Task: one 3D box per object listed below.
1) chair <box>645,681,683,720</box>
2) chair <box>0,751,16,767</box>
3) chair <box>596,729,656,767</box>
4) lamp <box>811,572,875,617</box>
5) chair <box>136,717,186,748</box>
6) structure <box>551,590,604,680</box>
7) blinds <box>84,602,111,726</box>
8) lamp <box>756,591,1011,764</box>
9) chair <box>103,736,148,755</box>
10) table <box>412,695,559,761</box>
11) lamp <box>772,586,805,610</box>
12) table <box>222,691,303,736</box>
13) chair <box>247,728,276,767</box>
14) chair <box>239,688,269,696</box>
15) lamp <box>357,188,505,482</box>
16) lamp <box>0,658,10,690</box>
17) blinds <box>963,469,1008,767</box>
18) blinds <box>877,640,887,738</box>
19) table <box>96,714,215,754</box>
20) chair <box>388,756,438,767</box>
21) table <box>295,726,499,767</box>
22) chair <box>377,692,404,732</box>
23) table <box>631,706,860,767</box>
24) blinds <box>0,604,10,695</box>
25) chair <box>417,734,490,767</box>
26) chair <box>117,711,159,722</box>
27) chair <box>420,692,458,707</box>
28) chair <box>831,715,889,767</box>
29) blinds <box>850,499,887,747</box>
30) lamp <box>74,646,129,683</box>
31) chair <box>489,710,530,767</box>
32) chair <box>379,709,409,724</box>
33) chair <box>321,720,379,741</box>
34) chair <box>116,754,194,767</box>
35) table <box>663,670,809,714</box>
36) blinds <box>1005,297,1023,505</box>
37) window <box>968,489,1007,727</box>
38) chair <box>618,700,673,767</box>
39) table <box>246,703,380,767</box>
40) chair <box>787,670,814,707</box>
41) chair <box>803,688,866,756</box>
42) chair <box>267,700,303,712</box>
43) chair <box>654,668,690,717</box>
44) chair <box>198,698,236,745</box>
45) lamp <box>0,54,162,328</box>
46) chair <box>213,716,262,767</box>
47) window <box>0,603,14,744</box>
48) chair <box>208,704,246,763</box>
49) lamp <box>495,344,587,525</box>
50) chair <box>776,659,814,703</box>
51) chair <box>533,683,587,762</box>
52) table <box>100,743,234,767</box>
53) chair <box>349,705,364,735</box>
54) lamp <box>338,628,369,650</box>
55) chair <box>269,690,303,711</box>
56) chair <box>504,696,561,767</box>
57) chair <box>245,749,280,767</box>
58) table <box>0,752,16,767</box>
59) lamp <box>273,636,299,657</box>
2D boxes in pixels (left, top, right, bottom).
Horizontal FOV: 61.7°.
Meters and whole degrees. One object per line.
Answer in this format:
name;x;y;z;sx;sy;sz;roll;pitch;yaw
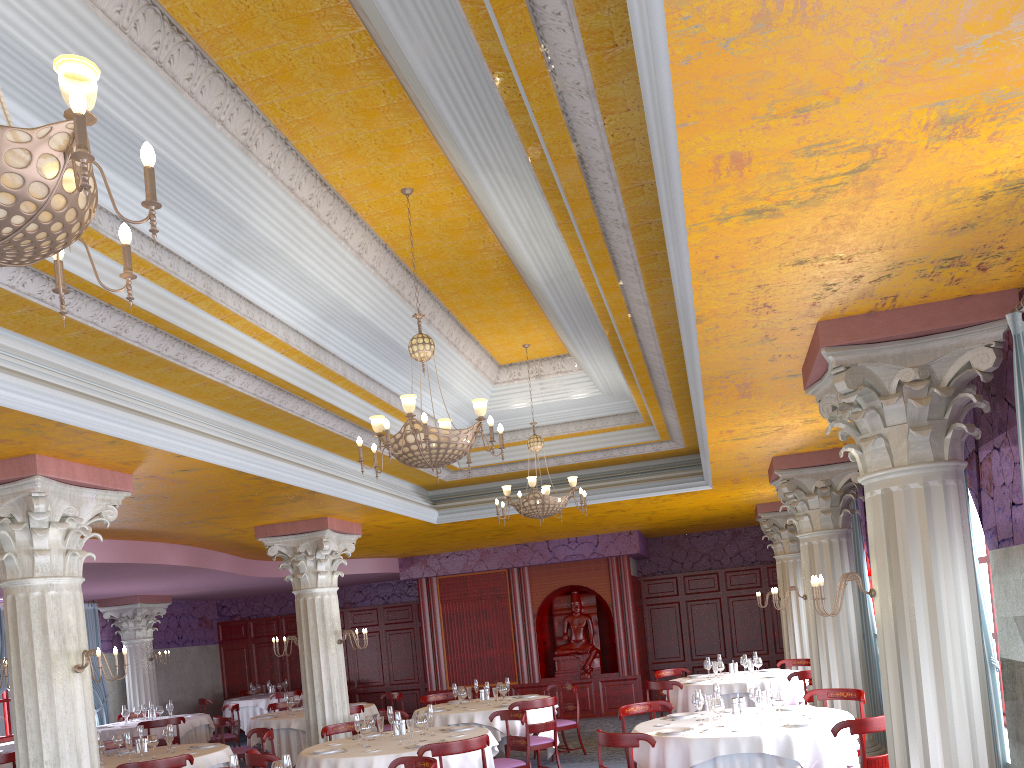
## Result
chair;2.266;4.670;11.992;0.642;1.076;0.769;-3;-6;-32
chair;-6.444;5.105;10.528;0.656;1.076;0.752;-8;-6;28
chair;1.115;3.486;7.347;0.642;1.076;0.769;-3;-6;-32
lamp;2.114;1.349;5.505;0.381;0.269;0.350;-6;-10;1
chair;-5.677;5.979;13.929;0.744;1.077;0.662;-2;-6;-32
structure;1.272;5.128;17.534;0.971;1.824;0.645;-7;-2;13
blinds;-8.366;5.807;16.397;0.246;3.288;1.851;-6;-4;11
lamp;2.869;1.349;4.927;2.106;3.515;29.947;-6;-15;12
chair;-4.827;5.003;10.724;0.744;1.077;0.662;-2;-6;-32
table;-0.364;5.028;12.173;2.096;0.936;2.147;-9;-13;14
lamp;3.251;2.519;10.095;0.381;0.269;0.350;-6;-10;1
table;-5.436;7.531;19.392;2.096;0.936;2.147;-9;-13;14
chair;-3.154;4.725;10.307;0.642;1.076;0.769;-3;-6;-32
chair;-6.068;7.832;20.438;0.744;1.077;0.662;-2;-6;-32
lamp;-0.682;-0.403;6.346;0.952;2.149;0.980;-4;-4;-32
lamp;-4.166;2.393;7.069;0.381;0.269;0.350;-6;-10;1
blinds;3.341;1.836;6.586;0.246;3.474;1.723;-6;-4;11
blinds;3.824;2.333;8.536;0.246;3.475;1.721;-6;-4;14
table;-6.302;6.385;14.981;2.096;0.936;2.147;-9;-13;14
chair;-0.856;3.472;6.611;0.642;1.076;0.769;-3;-6;-32
table;-1.162;4.206;8.952;2.096;0.936;2.147;-9;-13;14
chair;-2.129;5.780;14.446;0.642;1.076;0.769;-3;-6;-32
table;2.163;3.614;7.982;2.096;0.936;2.147;-9;-13;14
blinds;-8.818;5.343;14.575;0.246;3.287;1.978;-6;-5;14
chair;-0.536;3.800;7.900;0.744;1.077;0.662;-2;-6;-32
chair;-6.934;6.686;16.027;0.744;1.077;0.662;-2;-6;-32
chair;-0.995;5.328;13.219;0.744;1.077;0.662;-2;-6;-32
chair;2.789;3.208;6.930;0.744;1.077;0.662;-2;-6;-32
blinds;4.471;2.999;11.147;0.246;3.474;1.723;-6;-4;11
lamp;-3.269;2.214;6.738;0.381;0.269;0.350;-6;-10;1
chair;-0.120;4.229;9.581;0.642;1.076;0.769;-3;-6;-32
chair;-1.412;4.900;11.538;0.642;1.076;0.769;-3;-6;-32
chair;-1.793;4.507;9.998;0.744;1.077;0.662;-2;-6;-32
chair;-3.571;4.296;8.625;0.744;1.077;0.662;-2;-6;-32
table;3.314;4.798;12.627;2.096;0.936;2.147;-9;-13;14
blinds;2.668;1.144;3.870;0.246;3.475;1.721;-6;-4;14
window;4.165;1.659;7.392;0.161;2.496;3.654;-6;-10;12
chair;1.532;3.915;9.028;0.744;1.077;0.662;-2;-6;-32
table;-3.170;5.757;13.817;2.096;0.936;2.147;-9;-13;14
chair;3.939;4.392;11.575;0.744;1.077;0.662;-2;-6;-32
chair;3.205;3.637;8.611;0.642;1.076;0.769;-3;-6;-32
chair;-3.802;6.058;14.863;0.744;1.077;0.662;-2;-6;-32
chair;2.682;5.099;13.673;0.744;1.077;0.662;-2;-6;-32
chair;-6.485;7.403;18.756;0.642;1.076;0.769;-3;-6;-32
lamp;-1.644;-1.393;2.461;0.952;2.149;0.980;-4;-4;-32
chair;-4.219;5.629;13.181;0.642;1.076;0.769;-3;-6;-32
window;-9.300;5.265;15.651;0.161;2.496;3.654;-6;-10;12
chair;-5.261;6.408;15.610;0.642;1.076;0.769;-3;-6;-32
lamp;0.265;0.572;10.168;0.952;2.149;0.980;-4;-4;-32
chair;4.356;4.821;13.256;0.642;1.076;0.769;-3;-6;-32
chair;0.678;5.050;12.803;0.642;1.076;0.769;-3;-6;-32
table;-4.196;4.702;9.678;2.096;0.936;2.147;-9;-13;14
chair;-2.545;5.351;12.765;0.744;1.077;0.662;-2;-6;-32
lamp;-2.121;3.395;11.374;0.381;0.269;0.350;-6;-10;1
chair;-4.811;7.125;18.339;0.744;1.077;0.662;-2;-6;-32
chair;0.261;4.622;11.121;0.744;1.077;0.662;-2;-6;-32
chair;-2.210;4.079;8.317;0.642;1.076;0.769;-3;-6;-32
table;-7.509;5.425;11.122;2.070;0.936;2.173;-2;-14;-16
lamp;-3.029;3.563;11.659;0.381;0.269;0.350;-6;-10;1
